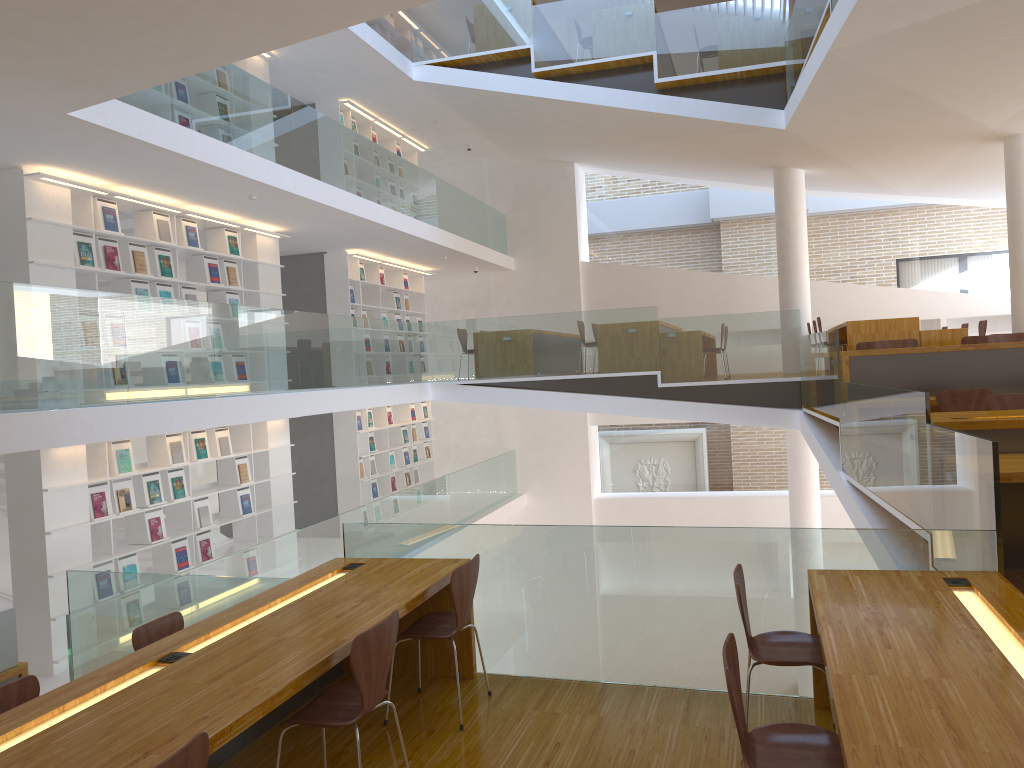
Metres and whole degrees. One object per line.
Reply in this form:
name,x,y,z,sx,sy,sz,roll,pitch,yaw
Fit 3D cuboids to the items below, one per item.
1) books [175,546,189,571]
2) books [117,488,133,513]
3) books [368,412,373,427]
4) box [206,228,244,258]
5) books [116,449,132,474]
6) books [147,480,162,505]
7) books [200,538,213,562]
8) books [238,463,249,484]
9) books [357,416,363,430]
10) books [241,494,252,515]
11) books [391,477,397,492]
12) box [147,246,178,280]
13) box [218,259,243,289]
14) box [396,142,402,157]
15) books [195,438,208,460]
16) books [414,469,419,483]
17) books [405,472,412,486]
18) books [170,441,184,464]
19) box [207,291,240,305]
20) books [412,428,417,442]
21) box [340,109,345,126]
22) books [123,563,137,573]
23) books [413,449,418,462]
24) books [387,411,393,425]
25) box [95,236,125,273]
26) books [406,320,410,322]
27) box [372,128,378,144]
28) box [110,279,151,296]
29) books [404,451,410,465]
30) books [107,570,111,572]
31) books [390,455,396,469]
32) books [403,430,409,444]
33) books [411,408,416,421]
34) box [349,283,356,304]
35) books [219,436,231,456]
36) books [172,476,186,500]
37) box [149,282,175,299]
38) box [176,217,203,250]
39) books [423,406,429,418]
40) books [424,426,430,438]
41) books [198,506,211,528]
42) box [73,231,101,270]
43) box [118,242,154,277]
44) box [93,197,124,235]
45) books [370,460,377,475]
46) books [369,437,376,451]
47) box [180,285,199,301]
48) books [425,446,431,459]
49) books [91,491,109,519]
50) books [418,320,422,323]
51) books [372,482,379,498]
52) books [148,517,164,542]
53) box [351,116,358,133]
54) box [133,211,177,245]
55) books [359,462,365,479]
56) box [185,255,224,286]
books,-3.079,1.630,8.284,0.037,0.210,0.145,-3,1,16
books,-3.316,1.005,7.595,0.037,0.210,0.145,-3,1,16
books,-2.001,0.498,12.480,0.037,0.210,0.145,-3,1,16
box,-3.028,-1.478,9.373,0.274,0.296,0.245,-3,1,16
books,-3.320,0.664,7.597,0.037,0.210,0.145,-3,1,16
books,-3.207,0.972,7.955,0.037,0.210,0.145,-3,1,16
books,-2.979,1.621,8.638,0.037,0.210,0.145,-3,1,16
books,-2.819,0.943,9.315,0.037,0.210,0.145,-3,1,16
books,-2.094,0.541,12.136,0.037,0.210,0.145,-3,1,16
books,-2.794,1.270,9.334,0.037,0.210,0.145,-3,1,16
books,-1.758,1.486,13.163,0.037,0.210,0.145,-3,1,16
box,-3.322,-1.117,8.285,0.274,0.296,0.245,-3,1,16
box,-3.024,-1.148,9.331,0.274,0.296,0.245,-3,1,16
box,-1.878,-3.654,14.000,0.274,0.296,0.245,-3,1,16
books,-3.024,0.633,8.637,0.037,0.210,0.145,-3,1,16
books,-1.510,1.465,14.022,0.037,0.210,0.145,-3,1,16
books,-1.601,1.474,13.702,0.037,0.210,0.145,-3,1,16
books,-3.126,0.643,8.281,0.037,0.210,0.145,-3,1,16
box,-3.006,-0.820,9.337,0.274,0.296,0.245,-3,1,16
books,-1.544,0.804,14.027,0.037,0.210,0.145,-3,1,16
box,-2.424,-3.597,12.080,0.274,0.296,0.245,-3,1,16
books,-3.266,1.659,7.614,0.037,0.210,0.145,-3,1,16
books,-1.528,1.140,14.017,0.037,0.210,0.145,-3,1,16
books,-1.809,0.515,13.149,0.037,0.210,0.145,-3,1,16
box,-3.526,-1.097,7.612,0.274,0.296,0.245,-3,1,16
books,-1.636,-0.909,13.988,0.037,0.210,0.145,-3,1,16
box,-2.127,-3.629,13.114,0.274,0.296,0.245,-3,1,16
box,-3.398,-0.780,7.960,0.274,0.296,0.245,-3,1,16
books,-1.619,1.149,13.694,0.037,0.210,0.145,-3,1,16
books,-3.351,1.655,7.318,0.037,0.210,0.145,-3,1,16
books,-1.775,1.159,13.158,0.037,0.210,0.145,-3,1,16
books,-1.640,0.814,13.691,0.037,0.210,0.145,-3,1,16
books,-1.561,0.489,14.023,0.037,0.210,0.145,-3,1,16
box,-2.293,-1.227,12.130,0.274,0.296,0.245,-3,1,16
books,-2.917,0.643,9.011,0.037,0.210,0.145,-3,1,16
books,-3.110,0.974,8.279,0.037,0.210,0.145,-3,1,16
box,-3.305,-0.789,8.286,0.274,0.296,0.245,-3,1,16
box,-3.223,-1.458,8.689,0.274,0.296,0.245,-3,1,16
books,-1.414,0.469,14.539,0.037,0.210,0.145,-3,1,16
books,-1.394,0.805,14.543,0.037,0.210,0.145,-3,1,16
books,-2.992,1.300,8.634,0.037,0.210,0.145,-3,1,16
box,-3.597,-1.090,7.317,0.274,0.296,0.245,-3,1,16
box,-3.416,-1.108,7.954,0.274,0.296,0.245,-3,1,16
box,-3.531,-1.426,7.605,0.274,0.296,0.245,-3,1,16
books,-1.960,1.183,12.497,0.037,0.210,0.145,-3,1,16
books,-1.973,0.851,12.507,0.037,0.210,0.145,-3,1,16
box,-3.204,-0.799,8.641,0.274,0.296,0.245,-3,1,16
books,-1.375,1.129,14.551,0.037,0.210,0.145,-3,1,16
books,-3.392,0.998,7.299,0.037,0.210,0.145,-3,1,16
books,-1.489,-0.933,14.519,0.037,0.210,0.145,-3,1,16
books,-1.936,1.501,12.525,0.037,0.210,0.145,-3,1,16
books,-3.191,1.305,7.950,0.037,0.210,0.145,-3,1,16
box,-2.315,-3.609,12.462,0.274,0.296,0.245,-3,1,16
box,-3.337,-1.446,8.287,0.274,0.296,0.245,-3,1,16
books,-2.068,1.183,12.130,0.037,0.210,0.145,-3,1,16
box,-3.117,-1.141,9.004,0.274,0.296,0.245,-3,1,16
